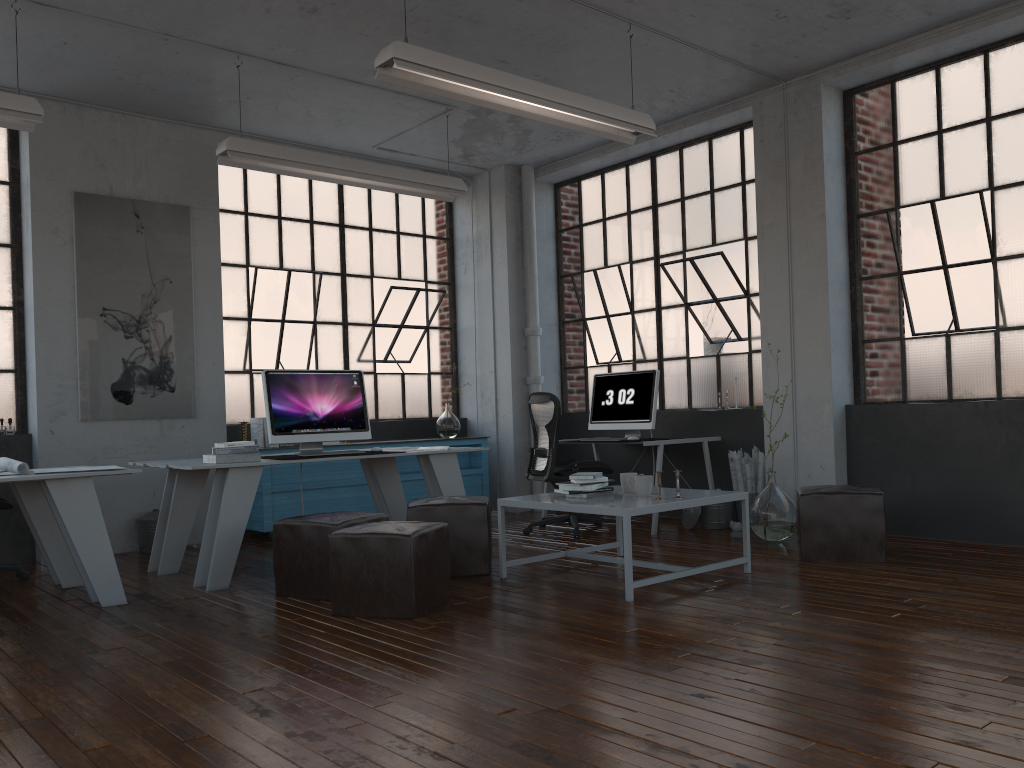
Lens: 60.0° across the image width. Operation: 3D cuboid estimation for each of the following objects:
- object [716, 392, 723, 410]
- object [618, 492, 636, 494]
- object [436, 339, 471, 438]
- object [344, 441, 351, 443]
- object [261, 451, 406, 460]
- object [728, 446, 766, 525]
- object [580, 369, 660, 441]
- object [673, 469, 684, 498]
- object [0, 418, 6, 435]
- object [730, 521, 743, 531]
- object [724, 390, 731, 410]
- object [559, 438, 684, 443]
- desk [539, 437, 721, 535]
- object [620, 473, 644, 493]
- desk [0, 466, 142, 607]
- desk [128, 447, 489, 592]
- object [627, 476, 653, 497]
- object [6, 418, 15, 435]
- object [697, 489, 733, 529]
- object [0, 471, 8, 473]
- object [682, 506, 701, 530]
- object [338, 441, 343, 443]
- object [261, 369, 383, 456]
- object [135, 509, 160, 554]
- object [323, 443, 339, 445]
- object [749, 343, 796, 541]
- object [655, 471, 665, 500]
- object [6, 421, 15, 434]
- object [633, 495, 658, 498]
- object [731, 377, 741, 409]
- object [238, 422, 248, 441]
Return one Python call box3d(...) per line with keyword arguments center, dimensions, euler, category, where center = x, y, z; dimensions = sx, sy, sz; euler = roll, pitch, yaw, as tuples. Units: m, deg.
box3d(center=(1.681, 0.134, 7.177), dimensions=(0.055, 0.153, 0.055), euler=(-2, -1, 9), category="object")
box3d(center=(0.675, 0.619, 5.065), dimensions=(0.137, 0.003, 0.137), euler=(-1, -2, -20), category="object")
box3d(center=(-0.527, 0.036, 8.297), dimensions=(0.434, 0.939, 0.231), euler=(-2, -1, 31), category="object")
box3d(center=(-1.427, 0.467, 7.617), dimensions=(0.088, 0.084, 0.088), euler=(-1, -2, -36), category="object")
box3d(center=(-1.210, 0.460, 5.735), dimensions=(0.848, 0.008, 0.688), euler=(0, -3, -39), category="object")
box3d(center=(1.825, 0.775, 6.766), dimensions=(0.293, 0.627, 0.274), euler=(-2, -1, 1), category="object")
box3d(center=(0.847, 0.176, 7.175), dimensions=(0.377, 0.552, 0.715), euler=(-1, -2, -39), category="object")
box3d(center=(0.876, 0.526, 4.678), dimensions=(0.055, 0.153, 0.055), euler=(-2, -1, 26), category="object")
box3d(center=(-3.592, 0.300, 6.243), dimensions=(0.058, 0.117, 0.032), euler=(-2, -1, 11), category="object")
box3d(center=(1.674, 1.061, 6.579), dimensions=(0.125, 0.107, 0.095), euler=(-2, -1, 1), category="object")
box3d(center=(1.741, 0.128, 7.166), dimensions=(0.066, 0.160, 0.066), euler=(-2, -1, -9), category="object")
box3d(center=(0.854, 0.459, 7.172), dimensions=(0.687, 0.008, 0.849), euler=(0, -3, -39), category="object")
box3d(center=(0.923, 0.794, 7.217), dimensions=(0.933, 0.688, 1.227), euler=(-1, -2, -40), category="desk")
box3d(center=(0.681, 0.565, 5.073), dimensions=(0.129, 0.109, 0.101), euler=(-1, -1, -32), category="object")
box3d(center=(-3.046, 0.822, 4.368), dimensions=(2.056, 0.697, 1.065), euler=(0, -2, -40), category="desk")
box3d(center=(-1.282, 0.816, 5.875), dimensions=(2.076, 0.704, 1.076), euler=(0, -2, -40), category="desk")
box3d(center=(0.702, 0.554, 4.792), dimensions=(0.129, 0.109, 0.101), euler=(-1, -1, -32), category="object")
box3d(center=(-3.524, 0.297, 6.226), dimensions=(0.058, 0.117, 0.032), euler=(-2, -1, -27), category="object")
box3d(center=(1.544, 0.948, 6.783), dimensions=(0.290, 0.294, 0.290), euler=(-2, -1, 7), category="object")
box3d(center=(-2.933, 0.387, 4.638), dimensions=(0.416, 0.182, 0.389), euler=(-2, -2, -10), category="object")
box3d(center=(1.354, 0.964, 6.730), dimensions=(0.107, 0.281, 0.293), euler=(-2, -1, -15), category="object")
box3d(center=(-1.523, 0.389, 7.756), dimensions=(0.084, 0.256, 0.084), euler=(-2, -1, 27), category="object")
box3d(center=(-1.221, 0.178, 5.740), dimensions=(0.714, 0.552, 0.377), euler=(-1, -1, -39), category="object")
box3d(center=(-2.617, 1.076, 6.533), dimensions=(0.292, 0.308, 0.293), euler=(-2, -1, -12), category="object")
box3d(center=(-1.586, 0.498, 7.323), dimensions=(0.253, 0.014, 0.187), euler=(0, -3, -40), category="object")
box3d(center=(1.753, 0.376, 5.835), dimensions=(0.330, 1.339, 0.619), euler=(-2, -1, -4), category="object")
box3d(center=(0.772, 0.530, 4.631), dimensions=(0.052, 0.148, 0.052), euler=(-2, -1, 0), category="object")
box3d(center=(-3.561, 0.308, 6.291), dimensions=(0.058, 0.102, 0.032), euler=(-2, -1, -6), category="object")
box3d(center=(0.722, 0.609, 4.803), dimensions=(0.137, 0.003, 0.137), euler=(-1, -2, -20), category="object")
box3d(center=(1.795, 0.072, 7.098), dimensions=(0.084, 0.256, 0.084), euler=(-2, -1, -18), category="object")
box3d(center=(-2.174, 0.404, 7.201), dimensions=(0.132, 0.236, 0.132), euler=(-2, -1, 16), category="object")
